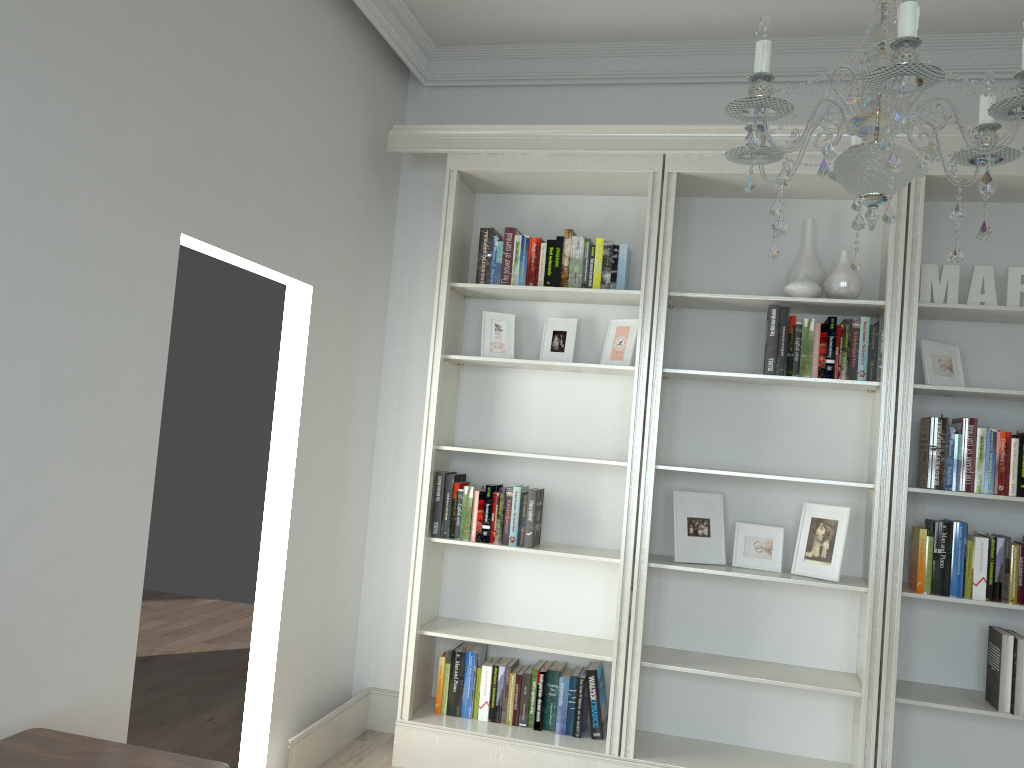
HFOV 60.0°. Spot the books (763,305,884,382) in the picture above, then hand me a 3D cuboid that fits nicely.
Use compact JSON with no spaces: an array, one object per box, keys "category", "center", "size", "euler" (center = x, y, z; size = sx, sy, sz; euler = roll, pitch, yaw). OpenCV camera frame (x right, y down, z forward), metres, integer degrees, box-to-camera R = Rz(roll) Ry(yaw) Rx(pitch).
[{"category":"books","center":[1.298,-0.160,3.691],"size":[0.465,0.291,0.205],"euler":[4,-3,14]}]

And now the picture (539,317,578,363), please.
[{"category":"picture","center":[0.218,-0.195,4.098],"size":[0.153,0.228,0.094],"euler":[4,-3,14]}]

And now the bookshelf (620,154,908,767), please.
[{"category":"bookshelf","center":[1.059,0.327,3.764],"size":[0.972,2.523,0.399],"euler":[4,-3,14]}]

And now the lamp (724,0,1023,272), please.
[{"category":"lamp","center":[0.795,-1.520,1.778],"size":[0.648,2.542,0.577],"euler":[6,-3,-16]}]

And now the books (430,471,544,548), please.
[{"category":"books","center":[-0.104,0.562,4.010],"size":[0.465,0.291,0.205],"euler":[4,-3,14]}]

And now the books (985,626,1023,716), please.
[{"category":"books","center":[2.100,1.121,3.393],"size":[0.465,0.291,0.205],"euler":[4,-3,14]}]

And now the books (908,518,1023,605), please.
[{"category":"books","center":[1.987,0.703,3.483],"size":[0.762,0.302,0.207],"euler":[4,-3,15]}]

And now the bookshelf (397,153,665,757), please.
[{"category":"bookshelf","center":[0.118,0.262,3.997],"size":[0.972,2.523,0.399],"euler":[4,-3,14]}]

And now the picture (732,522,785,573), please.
[{"category":"picture","center":[1.061,0.700,3.821],"size":[0.206,0.192,0.124],"euler":[4,-3,14]}]

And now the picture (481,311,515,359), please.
[{"category":"picture","center":[-0.066,-0.219,4.100],"size":[0.153,0.228,0.094],"euler":[5,-3,-11]}]

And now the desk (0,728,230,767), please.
[{"category":"desk","center":[-1.094,1.129,1.381],"size":[0.555,0.668,1.443],"euler":[4,-3,14]}]

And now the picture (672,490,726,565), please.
[{"category":"picture","center":[0.804,0.620,3.846],"size":[0.231,0.300,0.127],"euler":[5,-3,-11]}]

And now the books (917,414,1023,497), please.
[{"category":"books","center":[2.004,0.293,3.515],"size":[0.691,0.301,0.201],"euler":[4,-3,15]}]

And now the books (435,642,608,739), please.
[{"category":"books","center":[0.057,1.357,3.977],"size":[0.762,0.302,0.207],"euler":[4,-3,15]}]

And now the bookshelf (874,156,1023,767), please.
[{"category":"bookshelf","center":[2.001,0.393,3.531],"size":[0.972,2.523,0.399],"euler":[4,-3,14]}]

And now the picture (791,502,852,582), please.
[{"category":"picture","center":[1.290,0.652,3.681],"size":[0.202,0.300,0.124],"euler":[2,-5,44]}]

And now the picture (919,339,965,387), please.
[{"category":"picture","center":[1.736,-0.075,3.625],"size":[0.206,0.192,0.124],"euler":[6,-4,-21]}]

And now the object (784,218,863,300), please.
[{"category":"object","center":[1.315,-0.531,3.797],"size":[0.319,0.397,0.316],"euler":[5,-3,3]}]

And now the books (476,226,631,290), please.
[{"category":"books","center":[0.194,-0.561,4.110],"size":[0.691,0.301,0.201],"euler":[4,-3,15]}]

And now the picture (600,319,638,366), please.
[{"category":"picture","center":[0.489,-0.180,3.963],"size":[0.153,0.228,0.094],"euler":[2,-4,39]}]

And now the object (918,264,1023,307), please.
[{"category":"object","center":[2.061,-0.376,3.557],"size":[0.790,0.180,0.034],"euler":[4,-3,14]}]
